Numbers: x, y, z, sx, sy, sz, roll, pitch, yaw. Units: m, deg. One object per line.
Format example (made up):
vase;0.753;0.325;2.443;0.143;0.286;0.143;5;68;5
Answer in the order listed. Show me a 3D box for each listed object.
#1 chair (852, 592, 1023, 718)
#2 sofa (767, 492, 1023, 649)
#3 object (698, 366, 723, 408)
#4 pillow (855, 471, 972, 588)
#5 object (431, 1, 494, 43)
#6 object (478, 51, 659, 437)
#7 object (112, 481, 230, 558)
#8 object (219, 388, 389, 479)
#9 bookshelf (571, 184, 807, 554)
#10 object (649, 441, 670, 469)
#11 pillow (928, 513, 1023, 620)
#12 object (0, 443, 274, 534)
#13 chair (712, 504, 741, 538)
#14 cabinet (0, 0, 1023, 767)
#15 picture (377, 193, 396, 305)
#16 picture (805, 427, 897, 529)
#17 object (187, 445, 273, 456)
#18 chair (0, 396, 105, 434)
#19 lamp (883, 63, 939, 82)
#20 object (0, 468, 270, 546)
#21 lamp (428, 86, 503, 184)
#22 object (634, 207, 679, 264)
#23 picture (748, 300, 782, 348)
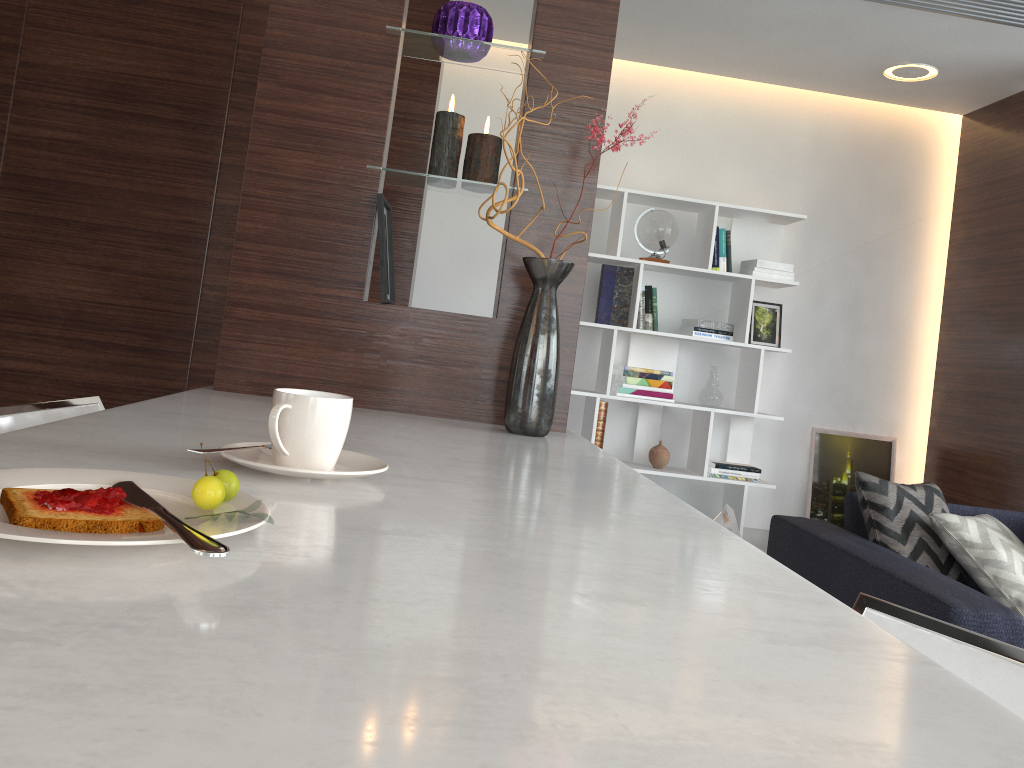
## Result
chair;0.256;0.580;0.654;0.461;0.711;0.397;8;-2;-33
sofa;2.328;0.843;2.066;2.869;0.609;1.900;7;2;-6
object;1.065;0.014;4.716;0.132;0.220;0.132;7;-1;0
pillow;1.211;0.475;2.640;0.413;0.387;0.222;7;-1;-35
object;-0.108;-0.770;1.931;0.135;0.098;0.132;8;1;34
object;0.096;-0.263;1.686;0.386;0.737;0.198;8;-2;-24
object;-0.248;0.089;0.616;0.026;0.008;0.250;6;3;-37
object;-0.221;0.053;0.961;0.181;0.087;0.183;7;2;-29
bookshelf;0.866;-0.069;4.738;1.149;1.826;0.299;8;-3;-5
object;0.784;0.375;4.699;0.111;0.148;0.123;8;-1;-8
pillow;1.437;0.544;2.560;0.413;0.295;0.332;7;0;-43
object;-0.899;-0.070;0.081;1.867;0.222;0.140;5;0;-41
chair;0.062;0.527;1.323;0.465;0.711;0.394;7;-2;12
cabinet;-0.029;-0.372;0.320;0.785;2.557;3.335;8;0;-6
picture;-0.267;-0.281;1.882;0.051;0.222;0.175;7;-1;-2
picture;1.893;0.622;4.936;0.499;0.701;0.083;7;-3;-5
object;-0.283;0.074;0.956;0.036;0.012;0.165;8;2;19
chair;-0.577;0.424;1.403;0.464;0.742;0.395;7;-2;0
lamp;-1.045;-1.789;1.109;9.548;0.084;5.361;7;2;-19
object;-0.297;0.092;0.632;0.237;0.019;0.239;6;3;-33
lamp;-0.096;-0.530;1.907;0.153;0.211;0.077;7;-2;7
object;0.762;-0.749;4.709;0.235;0.384;0.219;7;-1;14
picture;1.414;-0.331;4.929;0.182;0.257;0.058;8;-2;-5
